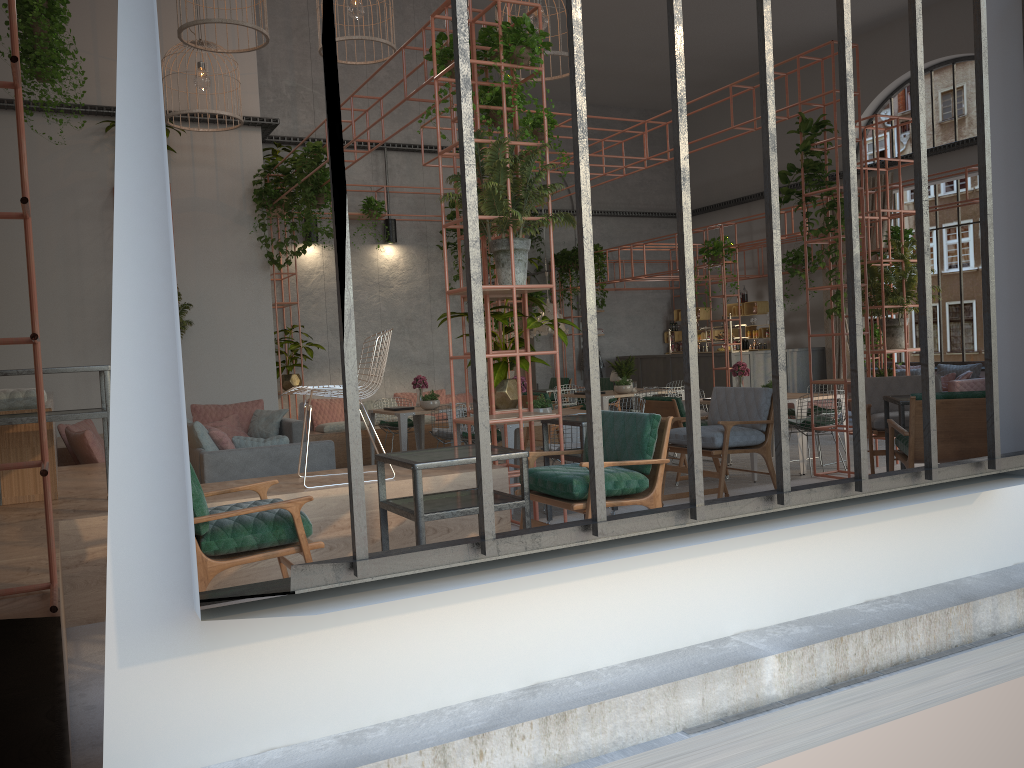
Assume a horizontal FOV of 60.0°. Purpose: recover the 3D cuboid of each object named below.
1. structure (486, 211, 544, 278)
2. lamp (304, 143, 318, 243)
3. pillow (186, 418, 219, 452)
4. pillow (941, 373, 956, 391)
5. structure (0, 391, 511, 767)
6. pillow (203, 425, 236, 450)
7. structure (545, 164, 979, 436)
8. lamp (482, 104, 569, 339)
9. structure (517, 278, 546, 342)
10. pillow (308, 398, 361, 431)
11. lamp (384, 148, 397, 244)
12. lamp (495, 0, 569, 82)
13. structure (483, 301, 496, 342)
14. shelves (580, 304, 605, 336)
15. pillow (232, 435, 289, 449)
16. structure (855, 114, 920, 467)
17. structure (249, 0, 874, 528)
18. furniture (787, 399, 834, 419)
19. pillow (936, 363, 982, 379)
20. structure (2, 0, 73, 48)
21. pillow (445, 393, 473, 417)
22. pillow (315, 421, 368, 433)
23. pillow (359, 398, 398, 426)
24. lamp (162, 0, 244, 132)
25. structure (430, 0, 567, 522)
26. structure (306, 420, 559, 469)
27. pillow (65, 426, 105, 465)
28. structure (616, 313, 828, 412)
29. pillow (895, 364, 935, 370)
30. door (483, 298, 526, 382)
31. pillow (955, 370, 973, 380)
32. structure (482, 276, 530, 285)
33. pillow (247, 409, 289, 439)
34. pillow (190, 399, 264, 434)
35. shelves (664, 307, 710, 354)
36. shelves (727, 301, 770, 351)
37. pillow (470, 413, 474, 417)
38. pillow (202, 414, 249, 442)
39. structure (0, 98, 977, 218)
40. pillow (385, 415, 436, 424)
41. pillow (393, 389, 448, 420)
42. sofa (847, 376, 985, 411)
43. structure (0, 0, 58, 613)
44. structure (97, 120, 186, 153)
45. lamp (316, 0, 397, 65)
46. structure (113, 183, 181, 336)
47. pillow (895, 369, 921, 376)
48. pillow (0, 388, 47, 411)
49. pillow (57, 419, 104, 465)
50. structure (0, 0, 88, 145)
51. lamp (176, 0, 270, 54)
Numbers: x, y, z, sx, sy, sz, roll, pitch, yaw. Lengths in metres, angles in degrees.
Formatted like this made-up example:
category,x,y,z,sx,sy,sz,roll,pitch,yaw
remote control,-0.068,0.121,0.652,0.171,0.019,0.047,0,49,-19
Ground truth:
category,x,y,z,sx,sy,sz,roll,pitch,yaw
structure,-0.144,-3.158,20.109,1.939,1.514,0.856,-4,3,-33
lamp,-2.940,-2.772,12.854,0.179,1.425,0.185,-4,2,-27
pillow,-2.540,0.514,7.296,0.276,0.474,0.839,-4,2,-27
pillow,7.299,-0.025,15.131,0.479,0.317,0.441,-1,3,44
structure,-2.676,0.627,7.192,3.396,1.111,9.152,-4,2,-27
pillow,-2.399,0.537,7.354,0.289,0.385,0.666,-4,2,-27
structure,5.777,-1.189,15.177,4.157,4.247,14.689,-4,2,-27
lamp,-0.265,-2.851,17.039,0.704,4.052,4.456,-4,2,-27
structure,0.376,-1.732,20.620,0.950,1.527,0.921,-4,2,-29
pillow,-2.580,0.421,13.096,0.839,0.474,0.276,-5,3,-37
lamp,-1.867,-2.849,13.405,0.179,1.425,0.185,-4,2,-27
lamp,0.203,-4.980,9.067,0.883,3.476,0.883,-2,2,25
structure,-0.778,-1.667,19.979,0.921,1.527,0.950,-3,2,6
shelves,1.934,-1.538,21.193,0.560,0.790,0.186,-4,2,-27
pillow,-2.021,0.569,7.282,0.499,0.324,0.307,-3,2,8
structure,3.786,-0.831,8.943,0.624,3.602,0.424,-4,2,-27
structure,-1.682,-1.278,13.132,4.501,4.345,14.096,-4,2,-28
furniture,4.763,0.474,14.928,0.941,0.446,0.976,-4,2,-27
pillow,7.587,-0.106,15.145,0.273,0.476,0.836,-4,2,-27
structure,-3.404,-2.879,6.221,0.587,0.972,0.605,-4,2,-29
pillow,-0.859,0.346,13.956,0.666,0.385,0.289,-4,3,-32
pillow,-2.442,0.615,12.693,0.637,0.149,0.491,-4,2,-26
pillow,-1.997,0.428,13.371,0.666,0.385,0.289,-4,3,-32
lamp,-3.725,-4.822,10.412,0.883,3.476,0.883,-2,2,25
structure,0.039,-0.717,5.853,0.748,3.623,0.722,-4,2,-27
structure,-2.500,0.809,15.578,4.386,0.500,5.831,-4,2,-27
pillow,-3.681,0.609,7.745,0.276,0.474,0.839,-5,3,-37
structure,4.542,-0.491,19.839,2.579,2.022,4.057,-4,2,-27
pillow,7.183,-0.117,15.956,0.276,0.474,0.839,-4,2,-27
door,-0.368,-0.645,20.948,1.360,2.729,0.551,-4,2,-27
pillow,7.456,-0.037,14.704,0.308,0.349,0.495,-2,2,23
structure,-0.154,-2.322,20.233,1.312,0.505,0.063,-4,2,-27
pillow,-2.832,0.471,10.161,0.495,0.349,0.308,-2,2,23
pillow,-3.277,0.443,10.295,0.836,0.476,0.273,-4,2,-27
shelves,4.370,-0.909,21.460,0.328,1.838,1.750,-4,2,-27
shelves,5.247,-0.891,19.753,0.328,1.838,1.750,-4,2,-27
pillow,-0.608,0.483,13.634,0.637,0.149,0.491,-4,2,-26
pillow,-3.256,0.518,10.005,0.441,0.317,0.479,-1,3,44
structure,1.086,-3.709,12.421,15.603,0.110,15.203,-4,2,-27
pillow,-1.511,0.548,13.171,0.637,0.149,0.491,-4,2,-26
pillow,-1.423,0.339,13.641,0.839,0.474,0.276,-3,2,-7
sofa,6.641,0.257,15.159,1.960,0.672,2.219,-4,2,-27
structure,-1.864,-1.058,2.707,0.624,3.591,0.424,-4,2,-27
structure,-4.479,-3.017,10.845,0.934,0.803,0.903,-2,3,34
lamp,-1.864,-5.548,10.139,0.883,3.476,0.883,-2,2,25
structure,-4.482,-0.674,11.026,0.624,3.596,0.424,-4,2,-27
pillow,7.045,-0.076,15.900,0.289,0.385,0.666,-4,2,-27
pillow,-3.201,0.107,5.575,0.491,0.149,0.637,-4,2,-26
pillow,-4.266,0.598,8.884,0.276,0.474,0.839,-3,2,-7
structure,-3.878,-2.734,7.269,0.670,1.290,1.434,-4,2,-27
lamp,-2.999,-5.223,8.892,0.883,3.476,0.883,-2,2,25
